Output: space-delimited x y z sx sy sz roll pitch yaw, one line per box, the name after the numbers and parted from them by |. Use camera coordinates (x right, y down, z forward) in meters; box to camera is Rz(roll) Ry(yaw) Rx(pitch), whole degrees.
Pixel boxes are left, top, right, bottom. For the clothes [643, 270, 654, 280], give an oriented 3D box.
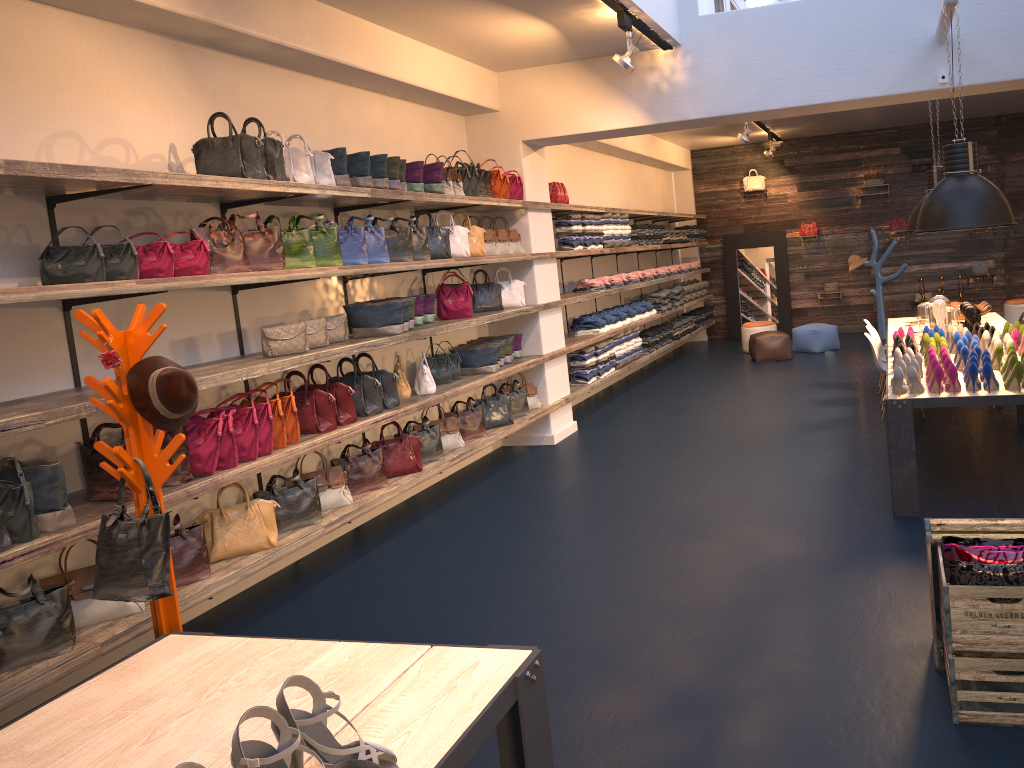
1.822 -1.528 12.280 0.324 0.158 0.345 2 10 41 | clothes

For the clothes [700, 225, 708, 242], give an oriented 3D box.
3.310 -2.681 15.541 0.329 0.297 0.328 -2 7 27 | clothes

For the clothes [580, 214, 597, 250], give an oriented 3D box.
0.786 -1.697 9.701 0.237 0.409 0.342 -2 7 28 | clothes

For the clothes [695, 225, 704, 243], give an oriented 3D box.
3.174 -2.625 15.225 0.334 0.297 0.323 -3 7 21 | clothes

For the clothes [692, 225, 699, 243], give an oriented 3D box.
3.037 -2.569 14.909 0.357 0.297 0.331 -4 7 9 | clothes

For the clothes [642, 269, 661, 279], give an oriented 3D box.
1.982 -1.592 12.595 0.306 0.154 0.368 -3 8 16 | clothes

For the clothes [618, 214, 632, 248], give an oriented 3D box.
1.349 -1.951 11.047 0.249 0.453 0.360 -2 7 34 | clothes

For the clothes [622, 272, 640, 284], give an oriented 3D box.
1.521 -1.404 11.585 0.324 0.158 0.345 2 10 41 | clothes

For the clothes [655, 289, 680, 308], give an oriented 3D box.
2.360 -1.294 13.203 0.364 0.301 0.362 -4 7 9 | clothes

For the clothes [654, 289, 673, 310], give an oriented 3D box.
2.179 -1.230 12.808 0.381 0.316 0.368 -4 7 7 | clothes

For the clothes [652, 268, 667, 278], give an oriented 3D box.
2.130 -1.654 12.991 0.324 0.158 0.345 2 10 41 | clothes

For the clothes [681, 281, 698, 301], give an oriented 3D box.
2.952 -1.575 14.659 0.315 0.340 0.421 -2 8 27 | clothes

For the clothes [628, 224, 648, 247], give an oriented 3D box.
1.629 -1.988 11.633 0.349 0.297 0.347 -2 7 23 | clothes

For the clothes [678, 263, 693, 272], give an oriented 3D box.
2.909 -1.972 14.736 0.306 0.154 0.368 -3 8 16 | clothes

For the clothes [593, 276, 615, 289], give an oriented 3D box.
1.071 -1.218 10.491 0.306 0.154 0.368 -3 8 16 | clothes

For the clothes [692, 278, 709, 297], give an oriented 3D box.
3.320 -1.726 15.510 0.315 0.340 0.421 -2 8 27 | clothes

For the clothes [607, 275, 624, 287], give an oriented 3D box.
1.211 -1.277 10.871 0.324 0.158 0.345 2 10 41 | clothes

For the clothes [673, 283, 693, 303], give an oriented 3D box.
2.767 -1.499 14.234 0.315 0.340 0.421 -2 8 27 | clothes

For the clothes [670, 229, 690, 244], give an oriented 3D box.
2.687 -2.423 14.245 0.397 0.250 0.365 -3 7 18 | clothes

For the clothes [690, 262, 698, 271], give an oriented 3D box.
3.050 -2.031 15.115 0.324 0.158 0.345 2 10 41 | clothes

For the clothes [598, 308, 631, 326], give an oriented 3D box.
1.232 -0.830 10.837 0.403 0.239 0.453 -2 8 20 | clothes

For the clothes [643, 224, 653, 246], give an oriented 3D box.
1.756 -2.043 11.950 0.357 0.297 0.331 -4 7 9 | clothes

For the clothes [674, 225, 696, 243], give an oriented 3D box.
2.911 -2.513 14.592 0.349 0.297 0.347 -2 7 23 | clothes

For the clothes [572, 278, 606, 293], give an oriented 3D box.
0.910 -1.154 10.176 0.324 0.158 0.345 2 10 41 | clothes

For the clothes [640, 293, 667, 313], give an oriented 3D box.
2.031 -1.159 12.441 0.364 0.301 0.362 -4 7 9 | clothes

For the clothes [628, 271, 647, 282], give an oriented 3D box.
1.681 -1.469 11.900 0.306 0.154 0.368 -3 8 16 | clothes

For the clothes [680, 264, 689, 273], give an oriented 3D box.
2.749 -1.908 14.420 0.324 0.158 0.345 2 10 41 | clothes

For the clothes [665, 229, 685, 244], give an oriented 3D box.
2.520 -2.355 13.863 0.386 0.250 0.374 -1 8 30 | clothes

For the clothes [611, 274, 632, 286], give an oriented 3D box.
1.372 -1.342 11.186 0.306 0.154 0.368 -3 8 16 | clothes

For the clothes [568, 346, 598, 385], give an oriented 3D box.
0.775 -0.211 9.501 0.237 0.409 0.342 -2 7 28 | clothes

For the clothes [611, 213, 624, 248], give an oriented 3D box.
1.198 -1.890 10.699 0.249 0.453 0.360 -2 7 34 | clothes

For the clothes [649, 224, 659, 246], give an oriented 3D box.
1.892 -2.099 12.266 0.334 0.297 0.323 -3 7 21 | clothes

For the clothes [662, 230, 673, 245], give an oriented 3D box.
2.180 -2.216 13.080 0.386 0.250 0.374 -1 8 30 | clothes

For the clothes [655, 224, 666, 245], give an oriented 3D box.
2.029 -2.155 12.582 0.329 0.297 0.328 -2 7 27 | clothes

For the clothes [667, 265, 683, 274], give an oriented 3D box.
2.591 -1.842 14.002 0.306 0.154 0.368 -3 8 16 | clothes

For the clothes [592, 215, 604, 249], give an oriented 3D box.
0.900 -1.753 10.027 0.237 0.409 0.342 -2 7 28 | clothes

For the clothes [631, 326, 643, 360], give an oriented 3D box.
1.507 -0.527 11.175 0.249 0.453 0.360 -2 7 34 | clothes

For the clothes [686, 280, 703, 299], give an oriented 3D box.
3.136 -1.651 15.085 0.315 0.340 0.421 -2 8 27 | clothes

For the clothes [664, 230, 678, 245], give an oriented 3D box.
2.347 -2.284 13.461 0.397 0.250 0.365 -3 7 18 | clothes

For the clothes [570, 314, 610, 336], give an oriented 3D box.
0.879 -0.686 10.023 0.403 0.239 0.453 -2 8 20 | clothes

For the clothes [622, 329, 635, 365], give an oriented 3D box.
1.356 -0.465 10.827 0.249 0.453 0.360 -2 7 34 | clothes

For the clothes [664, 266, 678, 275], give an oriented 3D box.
2.431 -1.777 13.686 0.324 0.158 0.345 2 10 41 | clothes

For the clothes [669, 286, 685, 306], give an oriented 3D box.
2.509 -1.365 13.570 0.381 0.316 0.368 -4 7 7 | clothes

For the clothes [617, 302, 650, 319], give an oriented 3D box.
1.588 -0.976 11.660 0.391 0.239 0.465 0 9 36 | clothes

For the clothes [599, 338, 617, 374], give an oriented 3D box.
1.058 -0.328 10.155 0.237 0.409 0.342 -2 7 28 | clothes

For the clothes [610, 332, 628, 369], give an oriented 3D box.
1.220 -0.409 10.512 0.249 0.453 0.360 -2 7 34 | clothes

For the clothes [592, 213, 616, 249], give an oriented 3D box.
1.062 -1.834 10.384 0.249 0.453 0.360 -2 7 34 | clothes

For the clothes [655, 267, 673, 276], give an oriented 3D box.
2.290 -1.718 13.307 0.306 0.154 0.368 -3 8 16 | clothes

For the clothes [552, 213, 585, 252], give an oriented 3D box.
0.617 -1.636 9.373 0.237 0.409 0.342 -2 7 28 | clothes

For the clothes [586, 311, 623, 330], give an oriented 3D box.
1.063 -0.761 10.450 0.391 0.239 0.465 0 9 36 | clothes

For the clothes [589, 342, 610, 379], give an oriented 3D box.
0.944 -0.272 9.829 0.237 0.409 0.342 -2 7 28 | clothes

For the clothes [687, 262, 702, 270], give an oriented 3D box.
3.210 -2.096 15.431 0.306 0.154 0.368 -3 8 16 | clothes

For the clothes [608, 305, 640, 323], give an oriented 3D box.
1.403 -0.900 11.233 0.403 0.239 0.453 -2 8 20 | clothes
